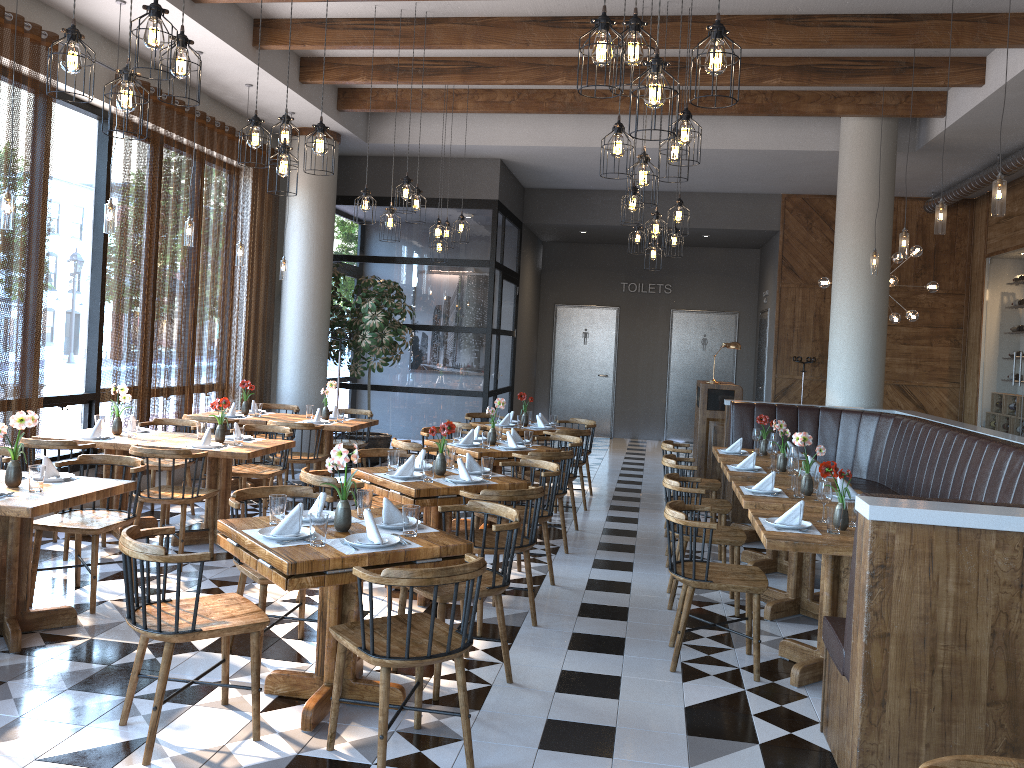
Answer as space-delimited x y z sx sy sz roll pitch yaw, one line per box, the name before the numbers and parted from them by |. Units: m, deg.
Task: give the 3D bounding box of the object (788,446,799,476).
object | 2.091 0.573 6.584 0.081 0.215 0.081 3 1 40

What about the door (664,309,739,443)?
door | 3.395 -0.126 15.896 1.207 2.393 0.114 3 0 9

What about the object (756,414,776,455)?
object | 2.248 0.451 7.874 0.156 0.355 0.171 3 1 3

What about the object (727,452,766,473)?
object | 1.806 0.586 6.822 0.272 0.137 0.352 3 2 9

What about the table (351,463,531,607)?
table | -0.487 0.969 5.737 0.863 0.763 0.865 2 2 -36

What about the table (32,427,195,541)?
table | -3.085 0.778 6.902 0.850 0.763 0.850 3 2 9

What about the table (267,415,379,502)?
table | -1.895 0.746 8.892 0.850 0.763 0.850 3 2 9

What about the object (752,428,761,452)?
object | 2.218 0.511 8.046 0.081 0.215 0.081 3 1 1

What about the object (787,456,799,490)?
object | 1.868 0.594 5.897 0.081 0.215 0.081 3 1 -27

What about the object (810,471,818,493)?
object | 1.973 0.645 5.808 0.080 0.132 0.080 3 1 9

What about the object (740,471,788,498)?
object | 1.628 0.629 5.728 0.272 0.137 0.352 3 2 9

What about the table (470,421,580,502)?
table | 0.115 0.826 9.428 0.863 0.763 0.865 2 2 -36

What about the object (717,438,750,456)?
object | 1.983 0.544 7.906 0.272 0.137 0.352 3 2 9

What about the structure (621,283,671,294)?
structure | 2.429 -1.740 16.070 0.916 0.166 0.035 3 0 9

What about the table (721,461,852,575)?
table | 2.042 1.052 6.775 0.850 0.763 0.850 3 2 9

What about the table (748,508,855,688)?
table | 1.689 1.136 4.610 0.850 0.763 0.850 3 2 9

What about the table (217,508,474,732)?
table | -0.777 1.038 3.961 0.863 0.763 0.865 2 2 -36

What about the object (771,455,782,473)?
object | 1.988 0.605 6.684 0.080 0.132 0.080 3 1 -6

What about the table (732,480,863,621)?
table | 1.866 1.094 5.699 0.850 0.763 0.850 3 2 9

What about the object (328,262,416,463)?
object | -2.085 -0.295 11.336 1.634 2.591 1.381 3 1 -7

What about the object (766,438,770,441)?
object | 2.328 0.561 7.985 0.080 0.132 0.080 3 1 9

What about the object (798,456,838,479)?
object | 2.322 0.618 6.729 0.272 0.137 0.352 3 2 9

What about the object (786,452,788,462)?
object | 2.150 0.603 6.895 0.080 0.132 0.080 3 1 9

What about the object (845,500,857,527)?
object | 1.791 0.689 4.696 0.080 0.132 0.080 3 1 9

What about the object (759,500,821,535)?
object | 1.447 0.672 4.620 0.272 0.137 0.352 3 2 9

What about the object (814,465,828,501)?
object | 1.914 0.615 5.497 0.081 0.215 0.081 3 1 -27

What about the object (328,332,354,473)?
object | -2.076 0.211 10.544 0.375 1.658 0.374 3 0 32

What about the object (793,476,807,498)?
object | 1.807 0.648 5.571 0.080 0.132 0.080 3 1 14

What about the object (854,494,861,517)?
object | 1.732 0.658 4.385 0.081 0.215 0.081 3 1 -22

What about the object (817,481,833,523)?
object | 1.687 0.637 4.788 0.081 0.215 0.081 3 1 18

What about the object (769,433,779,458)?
object | 2.269 0.531 7.674 0.081 0.215 0.081 3 1 40

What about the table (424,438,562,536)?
table | -0.188 0.898 7.573 0.863 0.763 0.865 2 2 -36

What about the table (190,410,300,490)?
table | -2.738 0.696 9.030 0.850 0.763 0.850 3 2 9

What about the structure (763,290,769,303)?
structure | 4.163 -1.428 14.533 0.025 0.197 0.565 3 2 9

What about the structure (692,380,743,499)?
structure | 2.442 0.638 10.303 0.645 1.300 1.046 3 1 9

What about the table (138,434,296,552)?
table | -2.242 0.829 6.764 0.850 0.763 0.850 3 2 9

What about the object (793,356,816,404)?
object | 4.213 0.428 12.899 0.375 1.658 0.374 3 0 32

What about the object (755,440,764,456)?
object | 2.166 0.563 7.773 0.080 0.132 0.080 3 1 -6

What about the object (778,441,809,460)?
object | 2.499 0.576 7.813 0.272 0.137 0.352 3 2 9

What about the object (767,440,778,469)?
object | 2.041 0.553 6.956 0.081 0.215 0.081 3 1 1

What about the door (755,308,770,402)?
door | 4.081 -0.028 14.585 0.114 2.393 1.207 3 1 9

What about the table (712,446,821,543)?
table | 2.220 1.010 7.864 0.850 0.763 0.850 3 2 9

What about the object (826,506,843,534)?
object | 1.630 0.690 4.484 0.080 0.132 0.080 3 1 -6

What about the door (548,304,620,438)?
door | 1.312 -0.251 16.237 1.207 2.393 0.114 3 0 9

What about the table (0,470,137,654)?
table | -2.596 0.913 4.591 0.850 0.763 0.850 3 2 9

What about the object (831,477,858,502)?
object | 2.144 0.660 5.635 0.272 0.137 0.352 3 2 9
